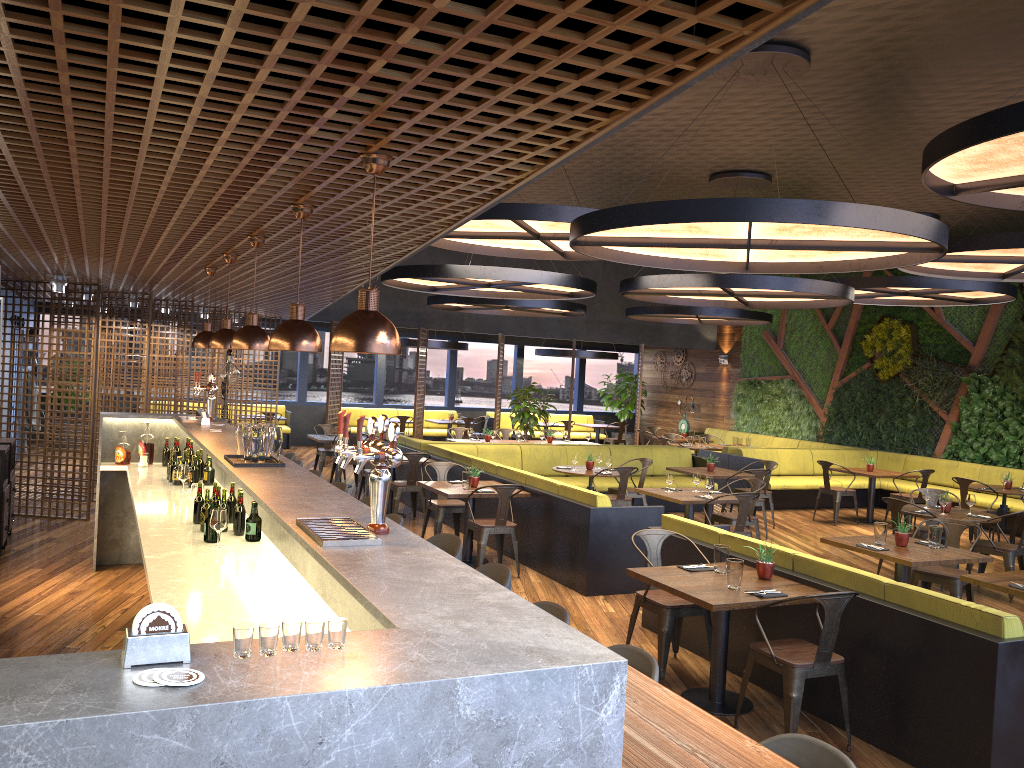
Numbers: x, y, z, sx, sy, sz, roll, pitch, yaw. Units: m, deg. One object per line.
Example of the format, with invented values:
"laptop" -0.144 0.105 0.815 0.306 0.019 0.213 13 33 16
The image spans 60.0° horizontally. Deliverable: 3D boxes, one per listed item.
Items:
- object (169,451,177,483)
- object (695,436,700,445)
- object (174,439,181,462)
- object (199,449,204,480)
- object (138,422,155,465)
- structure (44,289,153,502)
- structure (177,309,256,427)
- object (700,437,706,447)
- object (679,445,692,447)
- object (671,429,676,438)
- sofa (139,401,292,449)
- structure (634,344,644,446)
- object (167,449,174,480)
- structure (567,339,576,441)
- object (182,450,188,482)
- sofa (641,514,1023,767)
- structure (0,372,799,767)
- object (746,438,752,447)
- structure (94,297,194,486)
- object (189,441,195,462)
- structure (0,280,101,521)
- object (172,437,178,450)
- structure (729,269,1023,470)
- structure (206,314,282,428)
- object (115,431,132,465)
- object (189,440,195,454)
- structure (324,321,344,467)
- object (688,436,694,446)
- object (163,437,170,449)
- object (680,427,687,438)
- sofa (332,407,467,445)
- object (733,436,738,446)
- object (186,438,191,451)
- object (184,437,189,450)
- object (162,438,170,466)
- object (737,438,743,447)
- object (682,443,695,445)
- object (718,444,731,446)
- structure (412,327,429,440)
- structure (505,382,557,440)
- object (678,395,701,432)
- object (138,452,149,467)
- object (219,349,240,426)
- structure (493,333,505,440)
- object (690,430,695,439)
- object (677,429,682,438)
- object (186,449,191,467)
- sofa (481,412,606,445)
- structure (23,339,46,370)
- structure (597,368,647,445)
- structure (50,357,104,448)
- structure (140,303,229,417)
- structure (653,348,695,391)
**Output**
"object" -2.715 0.661 7.115 0.063 0.254 0.063 4 1 28
"object" 3.474 1.059 16.621 0.102 0.178 0.102 2 1 -40
"object" -3.055 0.625 8.096 0.063 0.254 0.063 3 1 -33
"object" -2.579 0.665 7.337 0.063 0.254 0.063 3 1 -28
"object" -3.331 0.544 8.090 0.133 0.385 0.133 3 1 14
"structure" -5.324 0.162 11.384 1.319 2.700 0.050 3 1 5
"structure" -5.017 0.117 14.982 1.319 2.700 0.050 3 1 5
"object" 3.500 1.067 16.258 0.102 0.178 0.102 3 1 10
"object" 3.171 1.128 16.259 0.157 0.019 0.255 3 1 -26
"object" 3.338 1.021 18.357 0.102 0.178 0.102 2 1 -40
"sofa" -6.272 0.875 18.763 3.061 0.914 0.966 3 1 -25
"structure" 2.796 0.471 19.641 0.050 2.700 0.852 3 1 5
"object" -2.784 0.655 7.249 0.063 0.254 0.063 3 1 17
"structure" 1.259 0.398 18.918 0.050 2.700 0.852 3 1 5
"object" -2.648 0.664 7.165 0.063 0.254 0.063 3 1 3
"sofa" 2.149 1.569 5.932 0.966 0.914 3.061 3 1 -25
"structure" -2.305 0.436 5.322 2.700 2.700 9.298 3 1 -25
"object" 4.483 1.112 16.814 0.102 0.178 0.102 2 1 -40
"structure" -5.221 0.147 12.584 1.319 2.700 0.050 3 1 5
"object" -2.871 0.639 7.927 0.063 0.254 0.063 4 1 37
"structure" -5.426 0.178 10.185 1.319 2.700 0.050 3 1 5
"object" -3.130 0.619 8.248 0.063 0.254 0.063 3 1 17
"structure" 6.997 -0.180 16.062 0.918 4.593 9.182 3 1 -26
"structure" -4.914 0.102 16.181 1.319 2.700 0.050 3 1 5
"object" -3.522 0.576 8.042 0.133 0.301 0.133 3 1 -19
"object" -2.911 0.635 8.039 0.063 0.254 0.063 3 1 3
"structure" -3.352 0.179 16.749 0.050 2.700 0.852 3 1 5
"object" 3.297 1.054 16.371 0.102 0.178 0.102 2 1 -40
"object" -3.190 0.617 8.187 0.063 0.254 0.063 3 1 -33
"object" 3.548 0.987 18.325 0.238 0.271 0.260 3 1 -4
"sofa" -2.589 1.050 20.495 3.061 0.914 0.966 3 1 -25
"object" 4.282 1.098 17.001 0.102 0.178 0.102 2 1 -40
"object" -2.973 0.629 8.158 0.063 0.254 0.063 4 1 37
"object" -3.035 0.624 8.290 0.063 0.254 0.063 4 1 37
"object" -3.143 0.621 8.066 0.063 0.254 0.063 2 1 -38
"object" 4.269 1.104 16.619 0.102 0.178 0.102 3 1 10
"object" 3.339 1.130 16.696 0.157 0.019 0.255 3 1 -26
"object" 4.098 1.166 17.053 0.157 0.019 0.255 3 1 -26
"structure" -1.815 0.252 17.472 0.050 2.700 0.852 3 1 5
"structure" 0.293 0.835 17.765 0.993 1.763 1.166 4 1 35
"object" 4.196 1.067 21.145 0.459 1.615 0.848 3 1 -25
"object" -3.306 0.680 7.950 0.088 0.123 0.088 3 1 -19
"object" -3.107 0.091 9.658 0.263 0.944 0.566 3 1 -33
"structure" -0.278 0.325 18.195 0.050 2.700 0.852 3 1 5
"object" 3.723 1.043 18.341 0.102 0.178 0.102 3 1 10
"object" 3.489 1.027 18.514 0.102 0.178 0.102 3 1 10
"object" -2.674 0.660 7.311 0.063 0.254 0.063 4 1 37
"sofa" 0.837 1.213 22.107 3.061 0.914 0.966 3 1 -25
"structure" -8.661 -0.526 16.113 0.293 0.563 1.220 3 1 -25
"structure" 2.922 0.680 22.882 1.493 2.184 1.272 3 1 -25
"structure" -8.684 0.338 17.523 0.993 1.763 1.166 4 1 35
"structure" -5.119 0.132 13.783 1.319 2.700 0.050 3 1 5
"structure" 4.062 -0.410 22.436 0.058 1.178 1.791 3 1 -25
